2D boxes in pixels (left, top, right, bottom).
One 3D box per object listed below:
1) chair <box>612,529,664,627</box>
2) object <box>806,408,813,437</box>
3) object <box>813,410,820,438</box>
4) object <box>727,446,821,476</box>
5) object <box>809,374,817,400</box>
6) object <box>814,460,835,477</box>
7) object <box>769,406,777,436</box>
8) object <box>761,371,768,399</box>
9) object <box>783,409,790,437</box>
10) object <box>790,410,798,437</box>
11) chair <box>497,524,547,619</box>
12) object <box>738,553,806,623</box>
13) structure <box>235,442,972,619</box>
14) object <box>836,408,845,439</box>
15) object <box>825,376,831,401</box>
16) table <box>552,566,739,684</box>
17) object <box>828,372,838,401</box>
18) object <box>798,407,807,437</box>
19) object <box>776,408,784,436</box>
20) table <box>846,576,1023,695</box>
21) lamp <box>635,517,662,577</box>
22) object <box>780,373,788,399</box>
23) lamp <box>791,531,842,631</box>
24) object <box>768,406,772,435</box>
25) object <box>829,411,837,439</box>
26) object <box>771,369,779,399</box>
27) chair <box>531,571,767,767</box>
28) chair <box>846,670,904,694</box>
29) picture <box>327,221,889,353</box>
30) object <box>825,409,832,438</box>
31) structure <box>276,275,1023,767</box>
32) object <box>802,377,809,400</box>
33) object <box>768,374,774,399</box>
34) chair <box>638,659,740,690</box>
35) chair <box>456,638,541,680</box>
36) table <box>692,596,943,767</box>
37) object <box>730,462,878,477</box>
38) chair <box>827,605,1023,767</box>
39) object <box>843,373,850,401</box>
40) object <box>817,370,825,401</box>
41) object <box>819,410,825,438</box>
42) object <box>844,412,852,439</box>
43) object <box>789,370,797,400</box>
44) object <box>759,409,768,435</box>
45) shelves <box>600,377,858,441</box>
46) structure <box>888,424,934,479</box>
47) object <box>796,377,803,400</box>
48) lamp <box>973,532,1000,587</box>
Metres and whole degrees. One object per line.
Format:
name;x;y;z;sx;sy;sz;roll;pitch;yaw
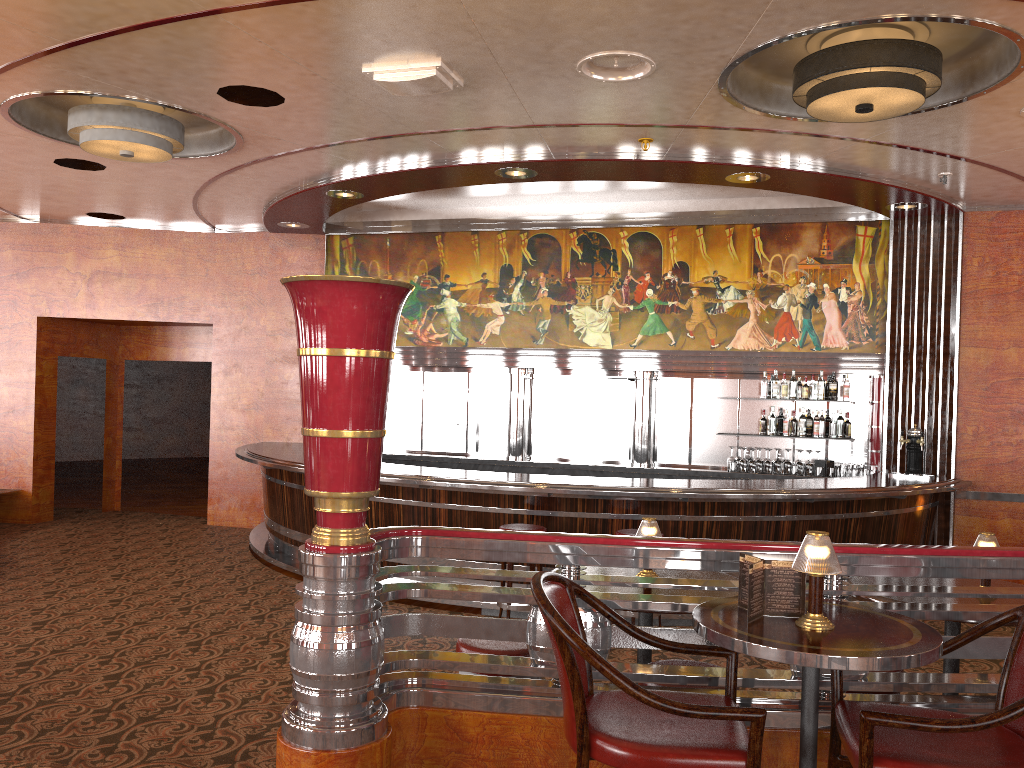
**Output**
chair;0.897;1.432;6.318;0.350;0.755;0.350;2;0;-32
object;3.041;0.398;9.086;0.090;0.293;0.090;2;0;11
object;3.073;0.402;8.950;0.067;0.283;0.067;2;0;-8
object;2.683;0.790;9.104;0.951;0.245;0.396;2;0;21
object;3.082;0.030;9.084;0.080;0.272;0.080;2;0;-15
object;3.124;0.846;8.927;0.169;0.156;0.195;2;0;42
object;2.686;0.381;9.127;0.078;0.305;0.078;2;0;10
object;2.601;0.011;9.129;0.067;0.283;0.067;2;0;-27
object;2.813;0.396;9.086;0.067;0.283;0.067;2;0;-17
object;2.909;0.405;9.143;0.080;0.272;0.080;2;0;20
chair;0.067;1.408;6.405;0.350;0.755;0.350;2;0;-9
object;0.690;0.566;2.491;0.195;0.156;0.169;2;0;-23
structure;0.204;1.285;8.209;7.809;1.047;3.207;2;-1;17
object;3.320;0.399;8.964;0.078;0.305;0.078;2;0;30
object;3.247;0.043;9.082;0.090;0.256;0.090;2;0;23
table;0.547;1.293;3.695;0.849;0.960;0.849;2;0;19
object;3.232;0.023;8.912;0.090;0.293;0.090;2;0;-39
object;2.956;0.388;9.013;0.078;0.305;0.078;2;0;-35
object;2.791;0.391;9.205;0.090;0.293;0.090;2;0;-4
table;1.809;1.331;3.663;0.849;0.960;0.849;2;0;-3
lamp;0.573;0.688;3.718;0.130;0.250;0.130;2;0;37
object;2.783;0.021;9.073;0.080;0.272;0.080;2;0;10
lamp;0.815;0.522;2.374;0.130;0.250;0.130;2;0;28
object;2.707;0.383;9.215;0.078;0.305;0.206;2;0;13
object;3.238;0.412;8.942;0.080;0.272;0.080;2;0;20
object;2.702;0.003;9.098;0.078;0.305;0.078;2;0;8
chair;0.347;0.945;2.423;0.615;0.817;0.588;2;0;7
chair;1.287;1.414;3.366;0.350;0.755;0.350;2;0;-32
picture;0.754;-1.045;9.744;6.253;1.322;0.001;2;0;17
object;3.237;0.404;9.098;0.090;0.293;0.090;2;0;-39
structure;1.462;-0.010;2.968;4.354;3.605;0.549;2;0;-8
object;2.986;0.044;9.013;0.070;0.238;0.070;2;0;-8
object;2.699;0.028;9.210;0.090;0.256;0.090;2;0;38
chair;0.610;1.391;3.118;0.350;0.755;0.350;2;0;-32
chair;-0.054;1.374;3.464;0.350;0.755;0.350;2;0;-24
table;0.806;1.007;2.413;0.640;0.720;0.639;2;0;-30
object;2.977;0.854;9.063;1.424;0.135;0.403;1;-1;23
chair;1.176;0.970;2.331;0.615;0.817;0.588;2;0;12
object;3.356;0.032;8.895;0.067;0.283;0.067;2;0;29
object;3.126;0.014;8.961;0.078;0.305;0.078;2;0;-2
object;3.144;0.405;8.999;0.067;0.283;0.067;2;0;-22
object;3.415;0.419;9.025;0.080;0.272;0.080;2;0;15
object;2.863;0.007;9.026;0.078;0.305;0.078;2;0;5
object;2.615;0.396;9.213;0.080;0.272;0.080;2;0;20
shelves;2.228;0.247;9.319;2.594;0.568;0.339;2;0;17
structure;3.786;0.646;8.370;0.360;0.540;0.280;2;0;37
object;2.923;0.044;9.098;0.068;0.235;0.212;2;0;37
lamp;1.924;0.728;3.596;0.130;0.250;0.130;2;0;28
